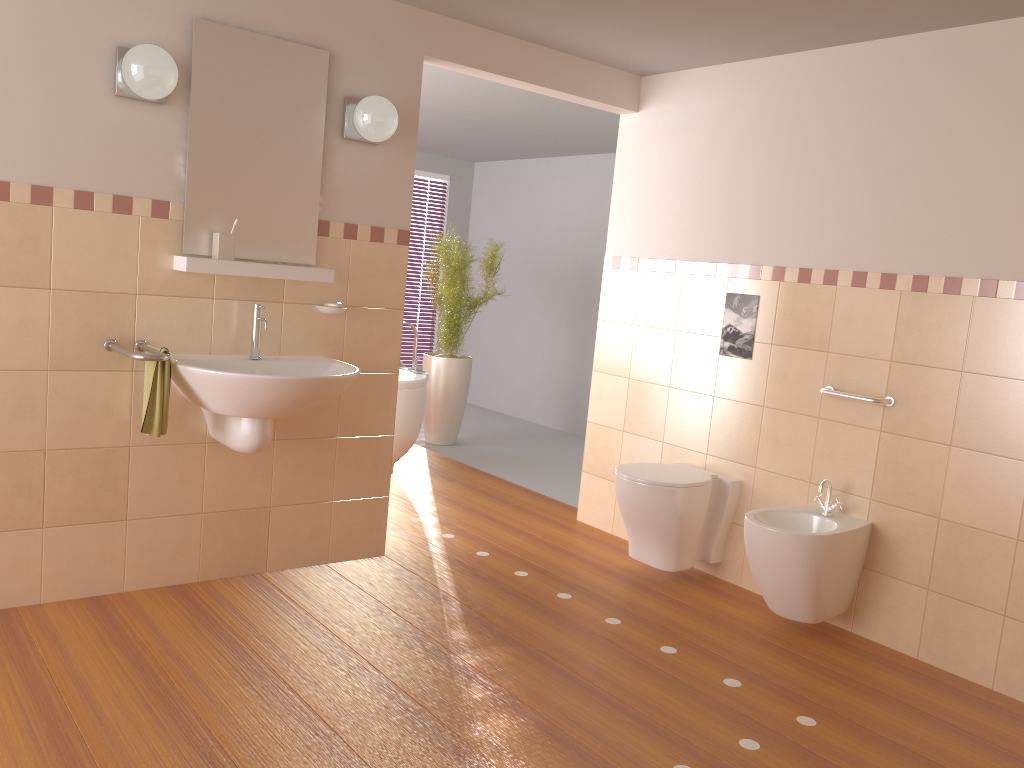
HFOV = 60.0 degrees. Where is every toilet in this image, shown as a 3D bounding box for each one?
[{"bbox_3d":[0.672,0.577,3.864,0.534,0.400,0.375,0,9,-38],"label":"toilet"}]

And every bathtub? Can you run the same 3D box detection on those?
[{"bbox_3d":[-1.306,0.060,5.105,1.874,0.900,0.888,0,9,-38],"label":"bathtub"}]

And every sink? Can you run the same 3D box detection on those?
[{"bbox_3d":[-0.843,-0.007,3.119,0.683,0.516,0.539,0,9,-38],"label":"sink"},{"bbox_3d":[1.089,0.622,3.348,0.515,0.517,0.335,0,9,-38],"label":"sink"}]

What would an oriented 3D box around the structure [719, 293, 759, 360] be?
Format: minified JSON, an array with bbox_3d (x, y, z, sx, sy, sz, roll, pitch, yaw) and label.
[{"bbox_3d":[0.991,-0.254,3.875,0.005,0.279,0.170,0,9,-38],"label":"structure"}]

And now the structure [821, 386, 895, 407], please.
[{"bbox_3d":[1.311,0.047,3.409,0.091,0.042,0.295,0,9,-38],"label":"structure"}]

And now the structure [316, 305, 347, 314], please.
[{"bbox_3d":[-0.698,-0.286,3.463,0.117,0.029,0.092,0,9,-38],"label":"structure"}]

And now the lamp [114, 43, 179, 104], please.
[{"bbox_3d":[-1.176,-1.008,2.869,0.173,0.173,0.209,0,9,-38],"label":"lamp"}]

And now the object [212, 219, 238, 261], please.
[{"bbox_3d":[-1.013,-0.513,3.132,0.063,0.149,0.073,0,9,-38],"label":"object"}]

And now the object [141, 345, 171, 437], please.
[{"bbox_3d":[-1.192,0.021,2.973,0.085,0.306,0.181,3,8,-22],"label":"object"}]

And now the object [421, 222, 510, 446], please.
[{"bbox_3d":[-0.345,-0.336,6.363,0.683,1.557,1.335,5,7,-6],"label":"object"}]

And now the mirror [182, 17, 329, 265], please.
[{"bbox_3d":[-0.920,-0.851,3.215,0.502,0.799,0.008,0,9,-38],"label":"mirror"}]

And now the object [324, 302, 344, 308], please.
[{"bbox_3d":[-0.695,-0.308,3.462,0.075,0.023,0.050,7,7,16],"label":"object"}]

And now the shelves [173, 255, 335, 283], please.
[{"bbox_3d":[-0.928,-0.416,3.227,0.554,0.050,0.138,0,9,-38],"label":"shelves"}]

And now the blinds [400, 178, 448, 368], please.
[{"bbox_3d":[-2.552,-0.874,6.938,4.712,2.022,0.032,0,9,-38],"label":"blinds"}]

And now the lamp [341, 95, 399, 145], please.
[{"bbox_3d":[-0.528,-1.009,3.380,0.173,0.173,0.209,0,9,-38],"label":"lamp"}]

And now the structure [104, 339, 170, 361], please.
[{"bbox_3d":[-1.228,-0.107,2.925,0.142,0.042,0.333,0,9,-38],"label":"structure"}]

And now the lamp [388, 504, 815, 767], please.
[{"bbox_3d":[-1.201,0.807,2.828,3.173,0.001,2.893,0,9,-38],"label":"lamp"}]
